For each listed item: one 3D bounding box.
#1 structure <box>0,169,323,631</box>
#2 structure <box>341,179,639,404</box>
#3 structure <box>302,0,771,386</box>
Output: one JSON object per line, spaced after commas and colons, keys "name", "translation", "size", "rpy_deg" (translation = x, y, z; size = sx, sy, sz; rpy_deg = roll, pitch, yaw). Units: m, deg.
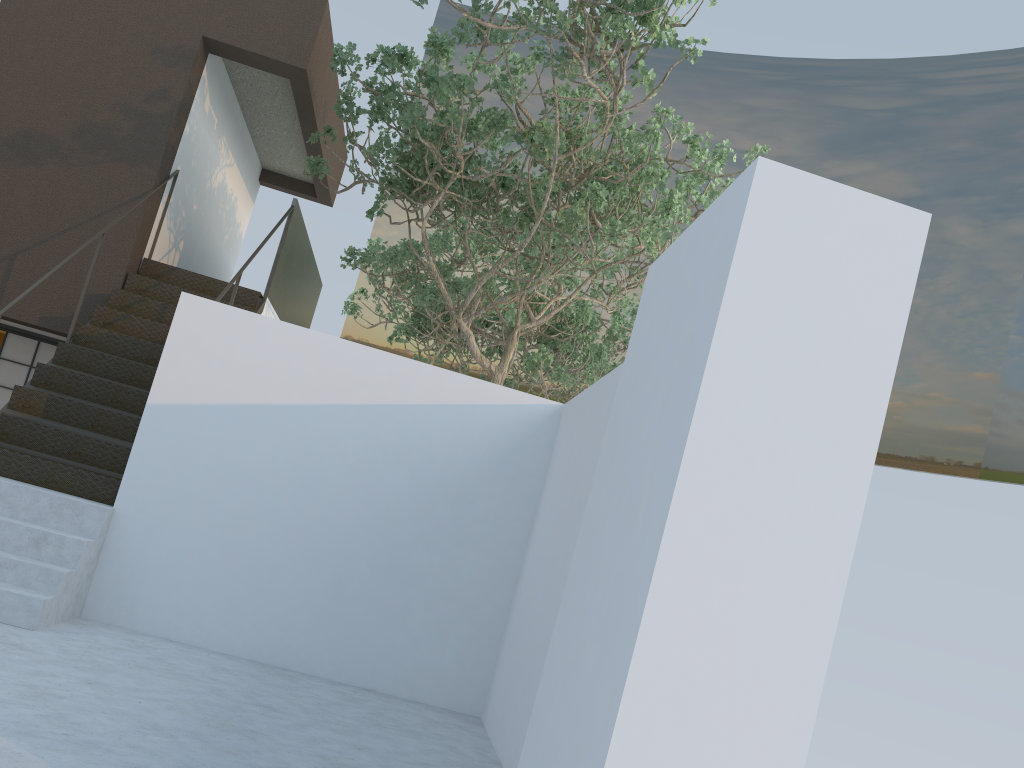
{"name": "structure", "translation": [-3.171, -0.130, 8.345], "size": [1.161, 3.906, 6.608], "rpy_deg": [16, -9, -5]}
{"name": "structure", "translation": [-0.126, -0.333, 14.955], "size": [5.575, 4.658, 7.296], "rpy_deg": [19, -10, -25]}
{"name": "structure", "translation": [0.160, -1.422, 8.363], "size": [4.387, 3.665, 5.741], "rpy_deg": [19, -10, -25]}
